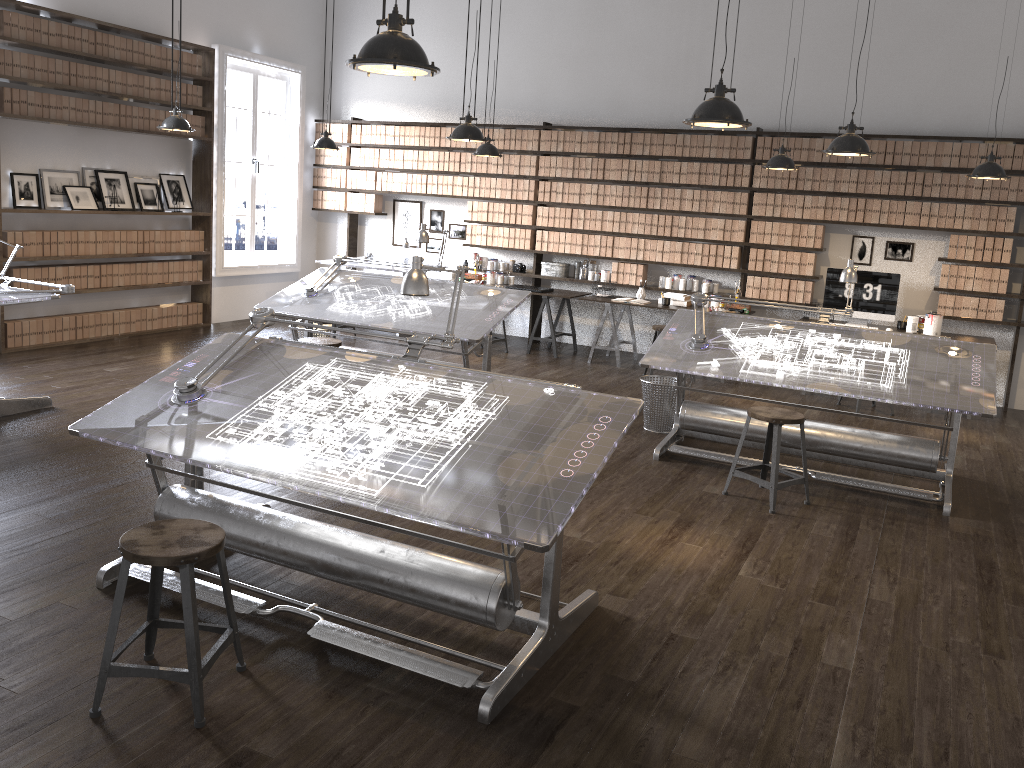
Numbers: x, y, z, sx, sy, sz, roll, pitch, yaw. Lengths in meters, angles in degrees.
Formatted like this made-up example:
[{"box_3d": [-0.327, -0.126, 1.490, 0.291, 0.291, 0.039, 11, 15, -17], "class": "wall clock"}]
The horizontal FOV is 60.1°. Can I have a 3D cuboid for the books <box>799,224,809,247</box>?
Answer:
[{"box_3d": [2.889, -1.462, 8.739, 0.067, 0.224, 0.175, 8, 11, 25], "class": "books"}]

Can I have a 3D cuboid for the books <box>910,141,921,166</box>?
[{"box_3d": [3.749, -2.134, 8.230, 0.067, 0.224, 0.175, 8, 11, 25], "class": "books"}]

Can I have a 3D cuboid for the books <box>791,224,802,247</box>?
[{"box_3d": [2.826, -1.473, 8.769, 0.067, 0.224, 0.175, 8, 11, 25], "class": "books"}]

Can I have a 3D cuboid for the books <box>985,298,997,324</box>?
[{"box_3d": [4.380, -0.670, 8.104, 0.067, 0.224, 0.175, 8, 11, 25], "class": "books"}]

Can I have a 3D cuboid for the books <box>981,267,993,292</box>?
[{"box_3d": [4.332, -0.950, 8.084, 0.067, 0.224, 0.175, 8, 11, 25], "class": "books"}]

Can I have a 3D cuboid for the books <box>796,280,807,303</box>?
[{"box_3d": [2.880, -0.917, 8.808, 0.067, 0.224, 0.175, 8, 11, 25], "class": "books"}]

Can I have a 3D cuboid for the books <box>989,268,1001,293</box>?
[{"box_3d": [4.390, -0.942, 8.061, 0.067, 0.224, 0.175, 8, 11, 25], "class": "books"}]

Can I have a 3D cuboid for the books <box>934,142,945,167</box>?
[{"box_3d": [3.932, -2.103, 8.142, 0.067, 0.224, 0.175, 8, 11, 25], "class": "books"}]

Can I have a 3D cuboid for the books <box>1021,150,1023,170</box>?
[{"box_3d": [4.559, -2.000, 7.848, 0.067, 0.224, 0.175, 8, 11, 25], "class": "books"}]

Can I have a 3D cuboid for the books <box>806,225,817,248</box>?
[{"box_3d": [2.951, -1.451, 8.706, 0.067, 0.224, 0.175, 8, 11, 25], "class": "books"}]

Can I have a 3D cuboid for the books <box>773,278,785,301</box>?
[{"box_3d": [2.684, -0.951, 8.905, 0.067, 0.224, 0.175, 8, 11, 25], "class": "books"}]

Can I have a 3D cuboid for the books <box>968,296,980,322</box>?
[{"box_3d": [4.252, -0.690, 8.158, 0.067, 0.224, 0.175, 8, 11, 25], "class": "books"}]

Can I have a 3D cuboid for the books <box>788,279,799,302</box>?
[{"box_3d": [2.818, -0.928, 8.842, 0.067, 0.224, 0.175, 8, 11, 25], "class": "books"}]

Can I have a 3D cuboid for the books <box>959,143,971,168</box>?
[{"box_3d": [4.117, -2.073, 8.055, 0.067, 0.224, 0.175, 8, 11, 25], "class": "books"}]

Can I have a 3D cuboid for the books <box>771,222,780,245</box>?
[{"box_3d": [2.648, -1.502, 8.850, 0.067, 0.224, 0.175, 8, 11, 25], "class": "books"}]

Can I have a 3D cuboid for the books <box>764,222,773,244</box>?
[{"box_3d": [2.582, -1.512, 8.879, 0.067, 0.224, 0.175, 8, 11, 25], "class": "books"}]

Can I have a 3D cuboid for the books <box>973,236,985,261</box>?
[{"box_3d": [4.265, -1.235, 8.089, 0.067, 0.224, 0.175, 8, 11, 25], "class": "books"}]

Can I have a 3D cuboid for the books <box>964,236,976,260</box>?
[{"box_3d": [4.199, -1.245, 8.115, 0.067, 0.224, 0.175, 8, 11, 25], "class": "books"}]

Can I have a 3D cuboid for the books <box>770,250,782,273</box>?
[{"box_3d": [2.651, -1.229, 8.881, 0.067, 0.224, 0.175, 8, 11, 25], "class": "books"}]

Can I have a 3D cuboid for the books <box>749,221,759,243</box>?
[{"box_3d": [2.459, -1.534, 8.944, 0.067, 0.224, 0.175, 8, 11, 25], "class": "books"}]

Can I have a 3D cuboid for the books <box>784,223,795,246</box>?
[{"box_3d": [2.763, -1.482, 8.793, 0.067, 0.224, 0.175, 8, 11, 25], "class": "books"}]

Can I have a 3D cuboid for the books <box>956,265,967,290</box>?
[{"box_3d": [4.148, -0.983, 8.179, 0.067, 0.224, 0.175, 8, 11, 25], "class": "books"}]

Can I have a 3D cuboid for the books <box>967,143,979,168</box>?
[{"box_3d": [4.180, -2.063, 8.027, 0.067, 0.224, 0.175, 8, 11, 25], "class": "books"}]

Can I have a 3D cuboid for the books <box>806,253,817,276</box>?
[{"box_3d": [2.956, -1.179, 8.739, 0.067, 0.224, 0.175, 8, 11, 25], "class": "books"}]

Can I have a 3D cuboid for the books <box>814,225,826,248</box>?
[{"box_3d": [3.017, -1.441, 8.680, 0.067, 0.224, 0.175, 8, 11, 25], "class": "books"}]

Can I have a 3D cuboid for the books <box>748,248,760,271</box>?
[{"box_3d": [2.456, -1.262, 8.979, 0.067, 0.224, 0.175, 8, 11, 25], "class": "books"}]

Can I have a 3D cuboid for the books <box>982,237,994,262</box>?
[{"box_3d": [4.329, -1.223, 8.053, 0.067, 0.224, 0.175, 8, 11, 25], "class": "books"}]

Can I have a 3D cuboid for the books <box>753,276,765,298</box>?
[{"box_3d": [2.501, -0.979, 8.985, 0.067, 0.224, 0.175, 8, 11, 25], "class": "books"}]

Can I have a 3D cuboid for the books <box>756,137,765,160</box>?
[{"box_3d": [2.489, -2.343, 8.827, 0.067, 0.224, 0.175, 8, 11, 25], "class": "books"}]

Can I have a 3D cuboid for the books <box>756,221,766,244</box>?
[{"box_3d": [2.521, -1.523, 8.913, 0.067, 0.224, 0.175, 8, 11, 25], "class": "books"}]

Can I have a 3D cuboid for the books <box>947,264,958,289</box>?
[{"box_3d": [4.084, -0.993, 8.207, 0.067, 0.224, 0.175, 8, 11, 25], "class": "books"}]

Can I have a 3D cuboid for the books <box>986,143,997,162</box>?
[{"box_3d": [4.305, -2.041, 7.961, 0.067, 0.224, 0.175, 8, 11, 25], "class": "books"}]

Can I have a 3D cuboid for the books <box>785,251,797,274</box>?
[{"box_3d": [2.780, -1.209, 8.825, 0.067, 0.224, 0.175, 8, 11, 25], "class": "books"}]

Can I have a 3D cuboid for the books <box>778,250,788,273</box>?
[{"box_3d": [2.717, -1.219, 8.855, 0.067, 0.224, 0.175, 8, 11, 25], "class": "books"}]

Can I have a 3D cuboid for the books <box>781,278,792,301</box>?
[{"box_3d": [2.748, -0.939, 8.869, 0.067, 0.224, 0.175, 8, 11, 25], "class": "books"}]

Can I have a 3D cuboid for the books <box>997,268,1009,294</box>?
[{"box_3d": [4.454, -0.932, 8.032, 0.067, 0.224, 0.175, 8, 11, 25], "class": "books"}]

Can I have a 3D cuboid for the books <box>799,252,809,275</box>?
[{"box_3d": [2.900, -1.189, 8.767, 0.067, 0.224, 0.175, 8, 11, 25], "class": "books"}]

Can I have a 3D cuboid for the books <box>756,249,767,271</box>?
[{"box_3d": [2.520, -1.251, 8.943, 0.067, 0.224, 0.175, 8, 11, 25], "class": "books"}]

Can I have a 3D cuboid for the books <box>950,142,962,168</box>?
[{"box_3d": [4.052, -2.083, 8.082, 0.067, 0.224, 0.175, 8, 11, 25], "class": "books"}]

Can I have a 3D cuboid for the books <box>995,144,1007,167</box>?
[{"box_3d": [4.370, -2.030, 7.930, 0.067, 0.224, 0.175, 8, 11, 25], "class": "books"}]

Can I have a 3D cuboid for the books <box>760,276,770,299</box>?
[{"box_3d": [2.566, -0.969, 8.954, 0.067, 0.224, 0.175, 8, 11, 25], "class": "books"}]

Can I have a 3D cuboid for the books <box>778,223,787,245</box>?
[{"box_3d": [2.705, -1.493, 8.825, 0.067, 0.224, 0.175, 8, 11, 25], "class": "books"}]

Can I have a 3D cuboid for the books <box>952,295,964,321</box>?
[{"box_3d": [4.138, -0.710, 8.216, 0.067, 0.224, 0.175, 8, 11, 25], "class": "books"}]

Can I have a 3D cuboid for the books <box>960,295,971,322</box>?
[{"box_3d": [4.193, -0.700, 8.188, 0.067, 0.224, 0.175, 8, 11, 25], "class": "books"}]

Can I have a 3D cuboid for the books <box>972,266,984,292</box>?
[{"box_3d": [4.272, -0.960, 8.112, 0.067, 0.224, 0.175, 8, 11, 25], "class": "books"}]

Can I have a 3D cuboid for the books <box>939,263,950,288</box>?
[{"box_3d": [4.020, -1.003, 8.233, 0.067, 0.224, 0.175, 8, 11, 25], "class": "books"}]

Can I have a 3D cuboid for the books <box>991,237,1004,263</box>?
[{"box_3d": [4.398, -1.213, 8.026, 0.067, 0.224, 0.175, 8, 11, 25], "class": "books"}]

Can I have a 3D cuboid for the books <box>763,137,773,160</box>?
[{"box_3d": [2.553, -2.331, 8.791, 0.067, 0.224, 0.175, 8, 11, 25], "class": "books"}]

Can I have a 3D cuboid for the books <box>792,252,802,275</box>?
[{"box_3d": [2.838, -1.198, 8.791, 0.067, 0.224, 0.175, 8, 11, 25], "class": "books"}]

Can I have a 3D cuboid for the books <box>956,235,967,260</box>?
[{"box_3d": [4.137, -1.256, 8.149, 0.067, 0.224, 0.175, 8, 11, 25], "class": "books"}]

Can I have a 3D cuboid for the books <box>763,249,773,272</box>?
[{"box_3d": [2.590, -1.240, 8.916, 0.067, 0.224, 0.175, 8, 11, 25], "class": "books"}]

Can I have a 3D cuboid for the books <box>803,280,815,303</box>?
[{"box_3d": [2.945, -0.907, 8.781, 0.067, 0.224, 0.175, 8, 11, 25], "class": "books"}]

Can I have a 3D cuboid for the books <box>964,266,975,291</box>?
[{"box_3d": [4.209, -0.972, 8.146, 0.067, 0.224, 0.175, 8, 11, 25], "class": "books"}]

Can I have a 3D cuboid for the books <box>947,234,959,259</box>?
[{"box_3d": [4.073, -1.266, 8.179, 0.067, 0.224, 0.175, 8, 11, 25], "class": "books"}]

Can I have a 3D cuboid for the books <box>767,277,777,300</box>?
[{"box_3d": [2.625, -0.960, 8.931, 0.067, 0.224, 0.175, 8, 11, 25], "class": "books"}]

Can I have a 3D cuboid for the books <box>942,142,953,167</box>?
[{"box_3d": [3.988, -2.094, 8.114, 0.067, 0.224, 0.175, 8, 11, 25], "class": "books"}]

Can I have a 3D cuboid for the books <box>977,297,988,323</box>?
[{"box_3d": [4.317, -0.680, 8.132, 0.067, 0.224, 0.175, 8, 11, 25], "class": "books"}]

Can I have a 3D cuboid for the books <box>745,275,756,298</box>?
[{"box_3d": [2.438, -0.991, 9.018, 0.067, 0.224, 0.175, 8, 11, 25], "class": "books"}]
